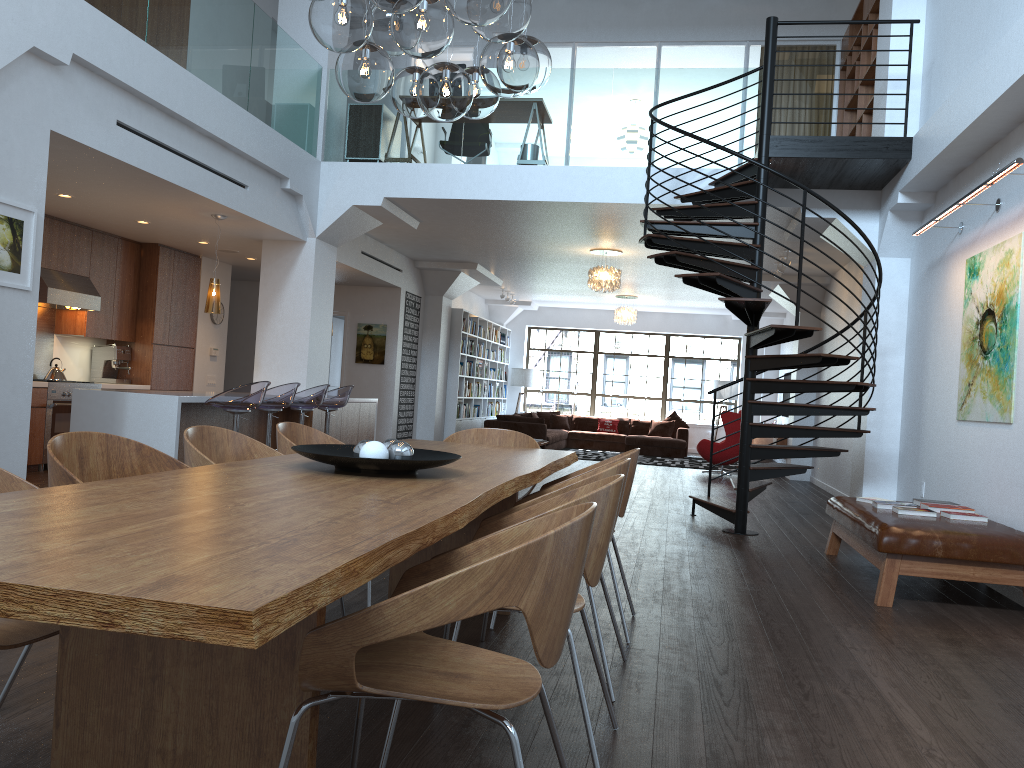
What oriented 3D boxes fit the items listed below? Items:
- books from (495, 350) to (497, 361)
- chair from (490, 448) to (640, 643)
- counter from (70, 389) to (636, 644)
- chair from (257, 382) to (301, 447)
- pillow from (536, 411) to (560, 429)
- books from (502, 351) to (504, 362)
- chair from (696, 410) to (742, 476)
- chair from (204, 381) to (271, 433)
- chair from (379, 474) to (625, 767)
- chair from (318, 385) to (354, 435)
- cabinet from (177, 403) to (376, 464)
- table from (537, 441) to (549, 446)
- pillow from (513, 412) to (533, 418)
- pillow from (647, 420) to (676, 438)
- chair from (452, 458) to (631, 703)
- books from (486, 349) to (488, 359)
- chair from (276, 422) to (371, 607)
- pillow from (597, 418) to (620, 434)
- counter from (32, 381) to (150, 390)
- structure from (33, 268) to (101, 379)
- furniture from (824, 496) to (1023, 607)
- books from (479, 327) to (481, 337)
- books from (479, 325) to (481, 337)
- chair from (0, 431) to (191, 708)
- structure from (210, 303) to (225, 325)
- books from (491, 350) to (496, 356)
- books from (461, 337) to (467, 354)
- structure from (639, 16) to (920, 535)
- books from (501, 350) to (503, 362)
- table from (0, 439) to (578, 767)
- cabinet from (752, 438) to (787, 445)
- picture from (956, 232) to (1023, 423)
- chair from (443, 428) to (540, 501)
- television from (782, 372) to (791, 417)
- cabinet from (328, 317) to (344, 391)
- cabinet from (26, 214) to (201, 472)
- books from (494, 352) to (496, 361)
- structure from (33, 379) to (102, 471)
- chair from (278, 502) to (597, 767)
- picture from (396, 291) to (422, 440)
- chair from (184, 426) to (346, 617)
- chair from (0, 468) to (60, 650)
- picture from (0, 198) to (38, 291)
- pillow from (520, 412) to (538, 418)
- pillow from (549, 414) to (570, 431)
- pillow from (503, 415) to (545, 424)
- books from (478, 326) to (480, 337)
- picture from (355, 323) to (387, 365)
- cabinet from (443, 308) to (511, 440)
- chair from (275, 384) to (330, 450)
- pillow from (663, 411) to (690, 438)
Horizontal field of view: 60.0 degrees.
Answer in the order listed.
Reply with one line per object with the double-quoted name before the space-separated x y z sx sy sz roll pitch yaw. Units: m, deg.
"books" -0.403 -0.586 18.248 0.158 0.226 0.052 4 -1 10
"chair" 0.282 0.694 4.149 0.617 0.830 0.629 4 -1 10
"counter" -1.980 0.563 7.298 3.039 0.860 8.182 4 -1 -19
"chair" -2.105 0.478 7.638 0.481 1.014 0.530 4 -1 8
"pillow" 0.801 0.761 18.490 0.580 0.418 0.334 4 -1 -16
"books" -0.278 -0.585 18.926 0.183 0.253 0.034 4 -1 10
"chair" 3.309 0.893 13.863 0.801 1.006 0.798 3 -1 36
"chair" -2.192 0.467 7.012 0.481 1.014 0.530 4 -1 13
"chair" 0.018 0.665 2.640 0.618 0.833 0.629 4 -1 10
"chair" -1.859 0.505 8.882 0.481 1.014 0.530 4 -1 13
"cabinet" -2.585 0.562 9.062 0.898 0.796 4.493 4 -1 10
"table" -0.013 1.050 14.466 1.100 0.271 0.853 4 -1 10
"pillow" 0.235 0.691 15.496 0.269 0.411 0.559 4 -1 -34
"pillow" 3.028 0.901 18.000 0.542 0.362 0.248 3 -1 31
"chair" 0.137 0.679 3.395 0.618 0.833 0.629 4 -1 12
"books" -0.547 -0.584 17.419 0.139 0.191 0.036 4 -1 10
"chair" -0.880 0.622 4.371 0.618 0.833 0.629 4 -1 9
"pillow" 1.986 0.871 18.314 0.465 0.308 0.220 4 -1 7
"counter" -4.848 -0.022 8.088 0.600 0.050 4.387 4 -1 10
"structure" -4.684 -0.584 8.995 0.529 1.110 0.811 4 -1 10
"furniture" 2.635 1.053 5.725 0.907 0.453 1.819 4 -1 10
"books" -0.668 -0.977 16.635 0.146 0.202 0.027 4 -1 10
"books" -0.656 -0.990 16.720 0.140 0.231 0.042 4 -1 10
"chair" -1.176 0.589 2.856 0.618 0.833 0.629 4 -1 10
"structure" -3.825 -0.923 11.512 0.040 0.300 0.300 4 -1 10
"books" -0.409 -0.589 18.199 0.140 0.231 0.042 4 -1 10
"books" -0.891 -0.673 15.479 0.176 0.290 0.053 4 -1 10
"structure" 2.063 -0.922 7.489 1.998 4.352 1.998 4 -1 -29
"books" -0.298 -0.587 18.746 0.183 0.253 0.034 4 -1 10
"table" -0.501 0.677 3.105 1.012 0.750 3.803 4 -1 11
"cabinet" 4.828 1.064 16.262 0.459 0.350 4.501 4 -1 10
"picture" 3.257 -0.342 6.075 0.010 1.200 1.095 4 -1 10
"chair" -0.151 0.675 5.000 0.629 0.833 0.618 4 -1 5
"television" 5.029 0.196 16.178 0.013 0.816 1.324 4 -1 10
"cabinet" -3.558 -0.538 15.079 0.527 2.991 2.630 4 -1 10
"cabinet" -4.738 -0.427 8.541 0.598 2.499 5.299 4 -1 10
"books" -0.413 -0.569 18.159 0.139 0.191 0.036 4 -1 10
"structure" -4.684 0.421 8.974 0.662 0.919 0.811 4 -1 10
"chair" -0.137 0.648 1.876 0.618 0.833 0.629 4 -1 10
"picture" -1.608 -0.218 13.869 0.021 2.380 0.800 4 -1 11
"chair" -1.038 0.605 3.607 0.618 0.833 0.629 4 -1 10
"chair" -1.315 0.573 2.101 0.618 0.833 0.629 4 -1 10
"picture" -2.977 -0.825 5.187 0.018 0.500 0.500 4 -1 10
"pillow" 0.387 0.736 16.920 0.325 0.391 0.625 3 -1 27
"pillow" 0.970 0.789 18.360 0.489 0.337 0.238 4 -1 -20
"pillow" 0.222 0.730 15.227 0.750 0.364 0.289 4 -1 10
"books" -0.679 -0.978 16.554 0.146 0.202 0.027 4 -1 10
"picture" -2.116 -0.602 13.309 0.450 0.600 0.030 4 -1 10
"cabinet" -0.727 -0.045 17.308 0.461 2.414 4.500 4 -1 10
"chair" -1.973 0.492 8.262 0.481 1.014 0.530 4 -1 8
"pillow" 3.266 0.835 18.126 0.651 0.587 0.335 4 -1 -11
